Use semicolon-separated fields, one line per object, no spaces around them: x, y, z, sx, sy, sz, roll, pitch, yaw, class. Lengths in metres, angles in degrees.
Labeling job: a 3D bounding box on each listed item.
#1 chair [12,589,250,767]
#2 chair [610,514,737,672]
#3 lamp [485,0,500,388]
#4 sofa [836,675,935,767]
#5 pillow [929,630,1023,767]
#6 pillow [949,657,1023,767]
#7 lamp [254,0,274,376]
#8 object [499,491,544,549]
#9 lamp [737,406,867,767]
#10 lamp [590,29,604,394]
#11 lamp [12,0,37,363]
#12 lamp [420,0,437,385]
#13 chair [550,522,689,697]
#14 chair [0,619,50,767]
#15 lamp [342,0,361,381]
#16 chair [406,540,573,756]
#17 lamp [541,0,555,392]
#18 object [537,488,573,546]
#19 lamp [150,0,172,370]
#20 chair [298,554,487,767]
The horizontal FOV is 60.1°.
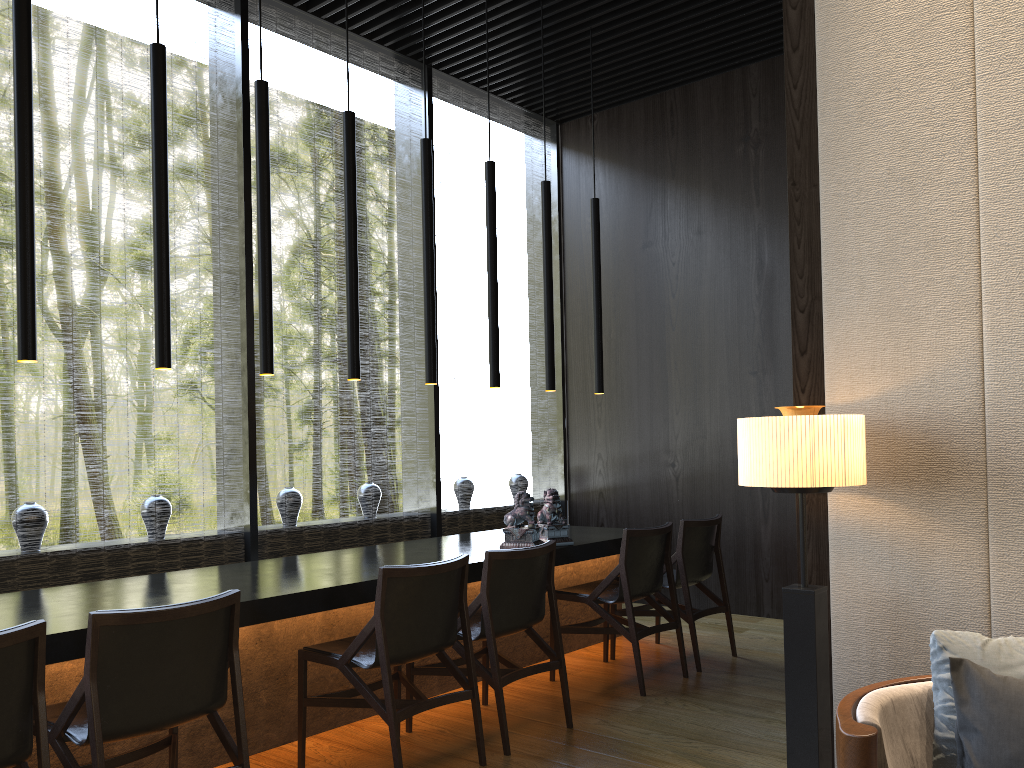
-1.135;1.052;2.694;0.564;0.826;0.526;-3;-2;40;chair
0.943;1.182;5.165;0.564;0.826;0.526;-3;-2;40;chair
-0.122;-1.186;4.953;0.060;2.418;0.060;-2;-1;35;lamp
1.482;1.005;1.937;1.451;0.692;0.603;-4;-4;40;sofa
1.286;0.830;2.230;0.433;0.399;0.201;-2;-2;18;pillow
1.263;0.838;2.046;0.472;0.361;0.219;-3;-3;37;pillow
-1.079;-1.246;3.816;0.060;2.418;0.060;-2;-1;35;lamp
0.053;0.728;4.749;0.207;0.310;0.162;-2;-2;20;object
0.901;0.745;2.722;0.375;1.349;0.375;-1;-1;-20;lamp
0.538;-1.145;5.738;0.060;2.418;0.060;-2;-1;35;lamp
-1.702;-1.285;3.075;0.060;2.418;0.060;-2;-1;35;lamp
-0.443;-1.206;4.571;0.060;2.418;0.060;-2;-1;35;lamp
0.573;1.159;4.725;0.564;0.826;0.526;-3;-2;40;chair
-1.505;1.029;2.254;0.564;0.826;0.526;-3;-2;40;chair
-0.770;-1.226;4.183;0.060;2.418;0.060;-2;-1;35;lamp
-0.096;1.117;3.929;0.564;0.826;0.526;-3;-2;40;chair
0.205;-1.165;5.342;0.060;2.418;0.060;-2;-1;35;lamp
0.218;0.736;4.938;0.163;0.312;0.209;-1;-2;-25;object
-1.381;-1.265;3.456;0.060;2.418;0.060;-2;-1;35;lamp
-0.466;1.094;3.489;0.564;0.826;0.526;-3;-2;40;chair
